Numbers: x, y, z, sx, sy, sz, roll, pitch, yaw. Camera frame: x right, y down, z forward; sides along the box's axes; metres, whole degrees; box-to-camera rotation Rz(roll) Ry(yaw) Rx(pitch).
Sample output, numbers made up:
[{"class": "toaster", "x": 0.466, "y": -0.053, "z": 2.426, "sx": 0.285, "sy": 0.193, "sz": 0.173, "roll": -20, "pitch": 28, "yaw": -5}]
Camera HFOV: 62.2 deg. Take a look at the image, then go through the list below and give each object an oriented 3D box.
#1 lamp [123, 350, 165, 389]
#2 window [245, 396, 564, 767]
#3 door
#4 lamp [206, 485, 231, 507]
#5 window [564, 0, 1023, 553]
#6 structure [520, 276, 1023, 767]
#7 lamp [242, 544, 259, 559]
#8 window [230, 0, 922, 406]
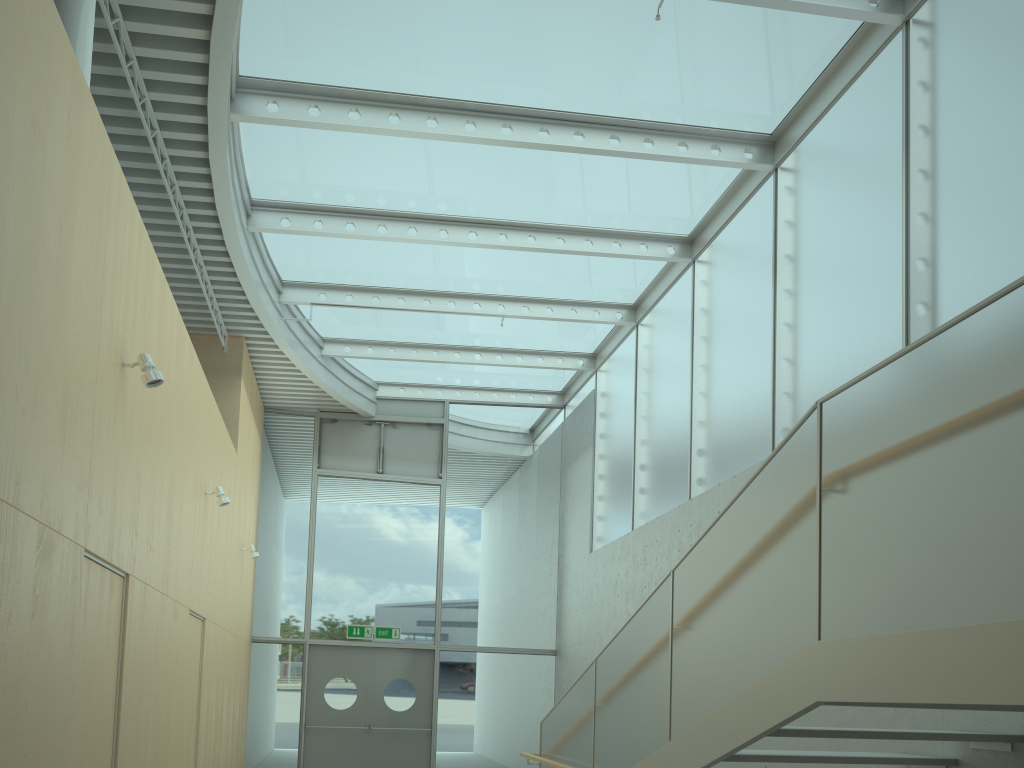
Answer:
[{"class": "lamp", "x": -2.052, "y": -0.087, "z": 4.728, "sx": 0.236, "sy": 0.190, "sz": 0.144, "roll": 10, "pitch": -13, "yaw": -30}, {"class": "window", "x": -1.549, "y": 3.159, "z": 13.274, "sx": 4.877, "sy": 6.115, "sz": 0.112, "roll": 4, "pitch": -4, "yaw": -12}, {"class": "door", "x": -2.176, "y": 5.068, "z": 13.003, "sx": 1.930, "sy": 2.050, "sz": 0.179, "roll": 4, "pitch": -5, "yaw": -12}, {"class": "lamp", "x": -2.695, "y": 1.022, "z": 7.781, "sx": 0.236, "sy": 0.190, "sz": 0.144, "roll": 10, "pitch": -13, "yaw": -30}, {"class": "window", "x": 1.979, "y": -0.316, "z": 8.412, "sx": 0.030, "sy": 2.640, "sz": 16.437, "roll": 3, "pitch": -20, "yaw": -11}, {"class": "structure", "x": 2.315, "y": 0.456, "z": 2.311, "sx": 1.892, "sy": 4.049, "sz": 13.243, "roll": 3, "pitch": -19, "yaw": -11}, {"class": "lamp", "x": -3.341, "y": 2.138, "z": 10.855, "sx": 0.236, "sy": 0.190, "sz": 0.144, "roll": 10, "pitch": -13, "yaw": -30}, {"class": "window", "x": -0.198, "y": 0.969, "z": 7.859, "sx": 4.802, "sy": 6.030, "sz": 16.619, "roll": 4, "pitch": -18, "yaw": -11}]
